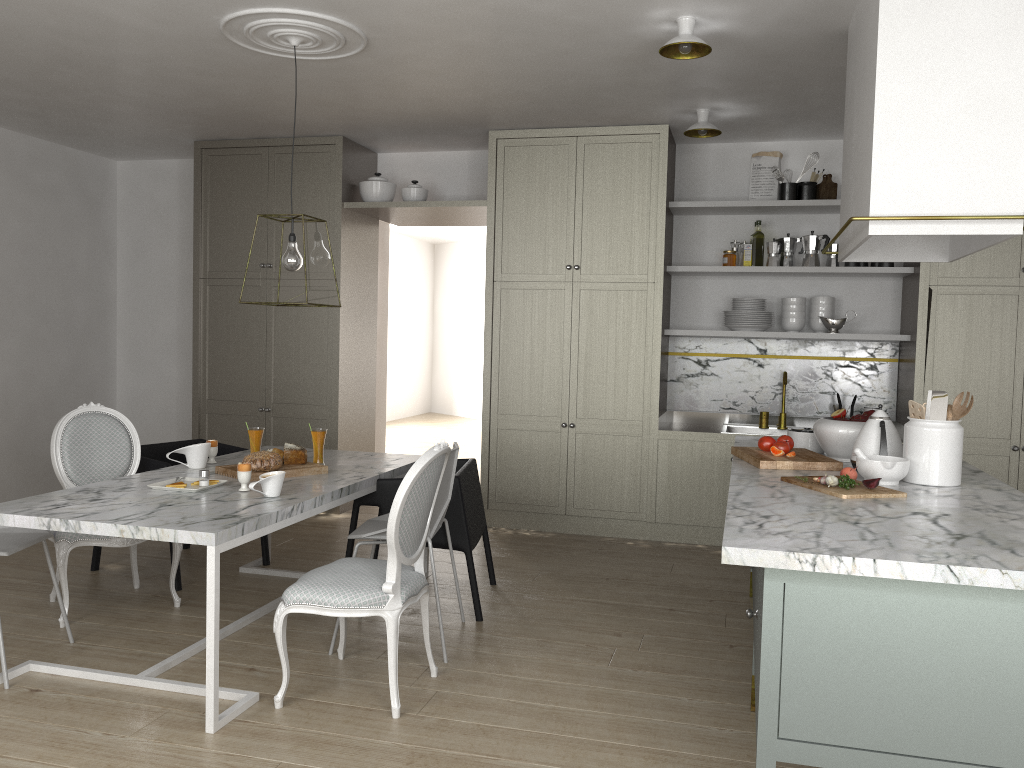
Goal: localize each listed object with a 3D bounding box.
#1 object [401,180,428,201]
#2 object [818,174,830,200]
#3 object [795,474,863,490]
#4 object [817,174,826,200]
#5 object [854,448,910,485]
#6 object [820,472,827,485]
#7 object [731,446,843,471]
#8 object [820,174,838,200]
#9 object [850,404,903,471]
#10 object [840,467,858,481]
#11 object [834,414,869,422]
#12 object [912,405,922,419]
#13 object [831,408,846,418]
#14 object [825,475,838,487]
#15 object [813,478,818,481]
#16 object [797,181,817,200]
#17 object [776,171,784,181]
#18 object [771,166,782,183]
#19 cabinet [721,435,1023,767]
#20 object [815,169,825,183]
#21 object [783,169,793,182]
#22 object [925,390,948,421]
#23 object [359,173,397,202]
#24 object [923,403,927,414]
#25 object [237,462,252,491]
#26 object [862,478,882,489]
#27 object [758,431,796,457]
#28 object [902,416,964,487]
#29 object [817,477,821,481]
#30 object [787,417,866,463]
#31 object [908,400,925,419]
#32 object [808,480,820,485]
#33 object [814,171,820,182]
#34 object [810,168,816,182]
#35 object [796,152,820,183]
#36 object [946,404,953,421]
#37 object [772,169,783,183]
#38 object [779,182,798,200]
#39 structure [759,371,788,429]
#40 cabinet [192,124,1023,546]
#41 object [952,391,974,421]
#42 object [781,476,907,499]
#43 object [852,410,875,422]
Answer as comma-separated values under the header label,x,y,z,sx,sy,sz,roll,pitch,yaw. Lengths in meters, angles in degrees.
label,x,y,z,sx,sy,sz,roll,pitch,yaw
object,-0.617,-1.208,5.619,0.174,0.161,0.176,3,3,20
object,1.833,-1.130,5.155,0.092,0.183,0.038,3,3,25
object,0.970,0.291,2.717,0.116,0.058,0.224,-1,4,-39
object,1.823,-1.132,5.176,0.092,0.185,0.023,3,3,25
object,1.183,0.262,2.846,0.159,0.110,0.172,0,4,-30
object,0.955,0.287,2.699,0.034,0.037,0.033,1,3,-8
object,1.005,0.274,3.279,0.290,0.030,0.400,1,3,0
object,1.839,-1.129,5.145,0.092,0.183,0.038,3,3,25
object,1.267,0.188,3.080,0.204,0.236,0.178,-1,4,-39
object,1.050,0.282,2.738,0.090,0.051,0.050,0,3,-22
object,1.292,0.153,3.383,0.135,0.074,0.154,2,3,10
object,1.339,0.187,2.892,0.061,0.251,0.117,1,3,-5
object,1.268,0.116,3.445,0.054,0.048,0.061,0,3,-22
object,0.960,0.291,2.660,0.037,0.036,0.035,2,3,3
object,0.951,0.297,2.778,0.015,0.010,0.028,1,3,-11
object,1.717,-1.106,5.168,0.112,0.128,0.112,1,3,-2
object,1.600,-1.152,5.197,0.098,0.199,0.059,4,4,34
object,1.548,-1.192,5.150,0.085,0.148,0.050,2,3,17
cabinet,1.162,0.671,2.948,0.870,0.721,2.360,2,3,15
object,1.758,-1.151,5.151,0.106,0.191,0.016,3,3,25
object,1.628,-1.193,5.206,0.050,0.148,0.085,1,3,-13
object,1.370,0.169,2.875,0.064,0.290,0.141,3,3,28
object,-0.861,-1.244,5.682,0.241,0.214,0.243,3,3,20
object,1.388,0.189,2.898,0.033,0.250,0.118,-1,4,-35
object,-0.959,0.330,3.178,0.050,0.101,0.050,3,3,22
object,1.069,0.294,2.640,0.049,0.039,0.057,2,3,12
object,0.993,0.221,3.284,0.135,0.079,0.194,2,3,3
object,1.361,0.215,2.871,0.174,0.208,0.174,3,4,32
object,0.949,0.296,2.741,0.013,0.017,0.030,3,3,23
object,1.319,0.207,3.495,0.364,0.156,0.491,1,3,-9
object,1.316,0.182,2.884,0.054,0.262,0.149,3,4,30
object,0.938,0.301,2.726,0.059,0.008,0.043,-1,4,-33
object,1.752,-1.144,5.170,0.079,0.202,0.023,1,3,-5
object,1.727,-1.144,5.134,0.023,0.201,0.083,0,3,-20
object,1.687,-1.234,5.078,0.135,0.187,0.070,2,3,18
object,1.410,0.191,2.872,0.050,0.247,0.114,3,3,20
object,1.571,-1.145,5.121,0.132,0.185,0.039,2,3,5
object,1.605,-1.103,5.155,0.108,0.118,0.108,2,3,6
structure,1.553,0.096,5.270,0.167,0.347,0.195,3,3,22
cabinet,0.654,-0.304,5.578,5.433,2.377,0.947,2,3,15
object,1.413,0.169,2.862,0.131,0.296,0.056,4,4,34
object,1.006,0.313,2.712,0.220,0.012,0.330,1,3,-15
object,1.331,0.144,3.339,0.071,0.091,0.167,4,4,40
